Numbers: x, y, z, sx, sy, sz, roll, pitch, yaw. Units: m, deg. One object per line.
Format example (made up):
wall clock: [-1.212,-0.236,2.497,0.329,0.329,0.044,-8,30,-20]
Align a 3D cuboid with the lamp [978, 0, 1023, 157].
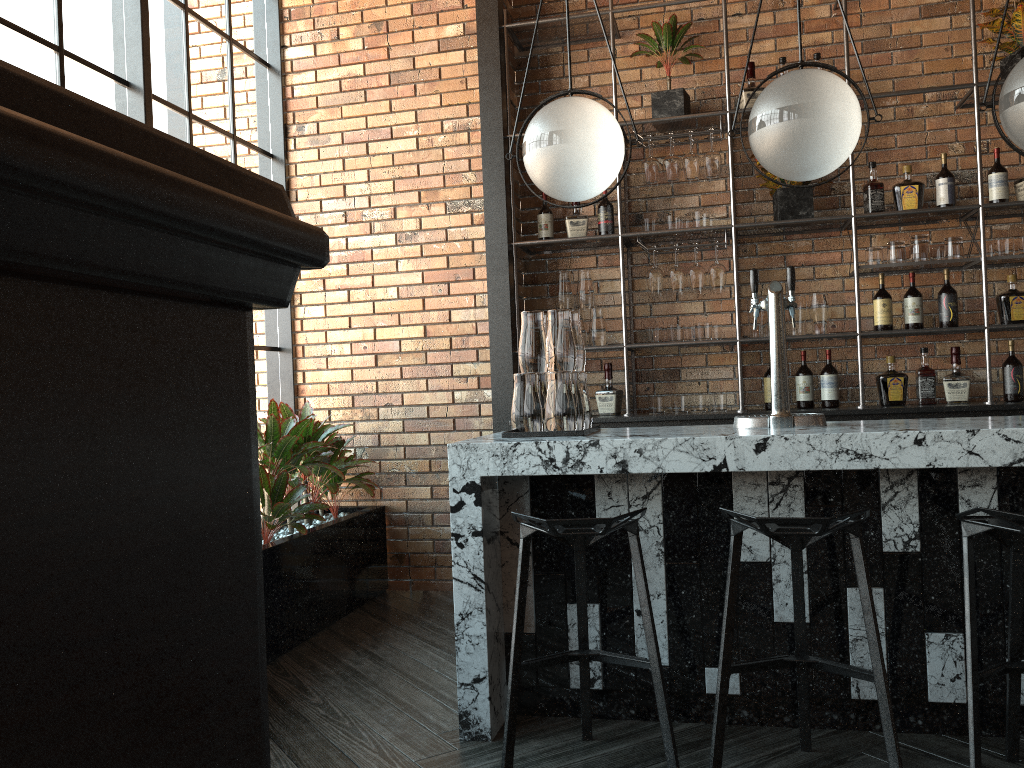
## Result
lamp: [1.601,-1.524,2.621,0.340,1.754,0.340,-2,0,-31]

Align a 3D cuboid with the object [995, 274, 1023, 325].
object: [2.414,-0.401,4.272,0.151,0.248,0.094,-2,0,2]

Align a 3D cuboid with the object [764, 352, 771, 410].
object: [1.334,-0.016,4.538,0.086,0.299,0.086,-2,0,-28]

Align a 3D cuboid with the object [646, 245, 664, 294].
object: [0.737,-0.590,4.579,0.092,0.244,0.092,-3,0,19]

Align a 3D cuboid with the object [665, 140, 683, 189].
object: [0.859,-1.168,4.718,0.092,0.244,0.092,-3,0,19]

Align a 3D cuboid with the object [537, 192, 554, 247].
object: [0.182,-0.903,4.836,0.086,0.298,0.086,-2,0,-28]

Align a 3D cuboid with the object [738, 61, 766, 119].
object: [1.231,-1.511,4.554,0.123,0.279,0.123,-2,0,2]

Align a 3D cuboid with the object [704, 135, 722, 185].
object: [1.056,-1.176,4.671,0.092,0.244,0.092,-3,0,19]

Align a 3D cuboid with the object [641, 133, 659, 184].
object: [0.713,-1.163,4.583,0.092,0.244,0.092,-3,0,19]

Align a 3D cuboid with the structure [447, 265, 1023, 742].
structure: [2.633,0.253,3.011,5.346,1.430,1.930,-2,0,13]

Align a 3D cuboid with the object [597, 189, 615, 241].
object: [0.500,-0.917,4.732,0.086,0.299,0.086,-2,0,-28]

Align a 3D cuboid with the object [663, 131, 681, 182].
object: [0.820,-1.167,4.557,0.092,0.244,0.092,-3,0,19]

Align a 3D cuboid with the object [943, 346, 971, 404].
object: [2.165,-0.043,4.319,0.123,0.279,0.123,-3,0,27]

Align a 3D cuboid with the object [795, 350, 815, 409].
object: [1.493,-0.024,4.526,0.086,0.298,0.086,-2,0,-28]

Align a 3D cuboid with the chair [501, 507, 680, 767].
chair: [0.198,0.695,2.454,0.475,0.737,0.414,-2,0,3]

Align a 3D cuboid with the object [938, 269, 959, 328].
object: [2.134,-0.415,4.343,0.086,0.297,0.086,-2,0,-28]

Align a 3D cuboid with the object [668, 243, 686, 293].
object: [0.844,-0.595,4.553,0.092,0.244,0.092,-3,0,19]

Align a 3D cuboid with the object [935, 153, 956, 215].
object: [2.126,-0.985,4.354,0.086,0.298,0.086,-2,0,-28]

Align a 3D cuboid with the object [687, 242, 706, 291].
object: [0.940,-0.599,4.530,0.092,0.244,0.092,-3,0,19]

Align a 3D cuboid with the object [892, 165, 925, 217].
object: [1.957,-0.953,4.380,0.151,0.248,0.094,-2,0,17]

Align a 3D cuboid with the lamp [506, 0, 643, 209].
lamp: [0.176,-1.463,2.961,0.340,1.754,0.340,-2,0,-31]

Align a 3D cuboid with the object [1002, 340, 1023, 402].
object: [2.399,-0.063,4.251,0.086,0.297,0.086,-2,-1,-43]

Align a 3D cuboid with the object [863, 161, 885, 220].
object: [1.801,-0.964,4.418,0.083,0.282,0.083,-2,0,-2]

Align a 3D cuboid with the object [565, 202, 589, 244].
object: [0.346,-0.899,4.751,0.123,0.279,0.123,-2,0,2]

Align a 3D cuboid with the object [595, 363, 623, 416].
object: [0.516,0.029,4.713,0.123,0.279,0.123,-3,0,27]

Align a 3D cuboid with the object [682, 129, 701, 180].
object: [0.916,-1.171,4.534,0.092,0.244,0.092,-3,0,19]

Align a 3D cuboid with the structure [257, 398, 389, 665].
structure: [-1.343,0.595,2.882,0.757,1.072,4.107,-2,0,12]

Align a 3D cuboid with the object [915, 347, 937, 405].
object: [2.034,-0.039,4.364,0.083,0.282,0.083,-2,0,13]

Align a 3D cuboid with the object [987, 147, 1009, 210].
object: [2.353,-0.996,4.294,0.086,0.298,0.086,-2,0,-28]

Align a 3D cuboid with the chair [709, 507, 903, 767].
chair: [0.753,0.671,2.321,0.475,0.737,0.414,-3,0,18]

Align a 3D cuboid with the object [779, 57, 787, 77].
object: [1.383,-1.520,4.516,0.083,0.282,0.083,-2,0,-2]

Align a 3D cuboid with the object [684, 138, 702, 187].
object: [0.955,-1.172,4.695,0.092,0.244,0.092,-3,0,19]

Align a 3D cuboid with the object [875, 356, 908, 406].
object: [1.885,-0.015,4.399,0.151,0.248,0.094,-2,0,2]

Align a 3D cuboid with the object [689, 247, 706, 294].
object: [0.978,-0.599,4.691,0.092,0.244,0.092,-3,0,19]

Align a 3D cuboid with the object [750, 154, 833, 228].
object: [1.418,-1.068,4.481,0.430,0.526,0.425,-3,0,26]

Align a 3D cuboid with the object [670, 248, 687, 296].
object: [0.882,-0.595,4.714,0.092,0.244,0.092,-3,0,19]

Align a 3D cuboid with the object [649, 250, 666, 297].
object: [0.775,-0.591,4.739,0.092,0.244,0.092,-3,0,19]

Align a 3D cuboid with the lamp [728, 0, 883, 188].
lamp: [0.888,-1.494,2.791,0.340,1.754,0.340,-2,0,-31]

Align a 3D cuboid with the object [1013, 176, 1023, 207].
object: [2.485,-0.991,4.240,0.123,0.279,0.123,-2,0,2]

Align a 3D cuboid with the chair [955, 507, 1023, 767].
chair: [1.300,0.648,2.190,0.475,0.737,0.414,-2,0,8]

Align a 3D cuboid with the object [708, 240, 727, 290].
object: [1.041,-0.603,4.506,0.092,0.244,0.092,-3,0,19]

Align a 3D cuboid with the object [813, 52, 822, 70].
object: [1.545,-1.527,4.477,0.083,0.282,0.083,-3,0,28]

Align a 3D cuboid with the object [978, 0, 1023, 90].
object: [2.473,-1.688,4.293,0.425,0.526,0.430,-2,0,16]

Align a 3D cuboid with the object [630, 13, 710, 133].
object: [0.831,-1.631,4.674,0.377,0.554,0.422,-2,0,1]

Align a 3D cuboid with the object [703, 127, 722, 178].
object: [1.017,-1.176,4.510,0.092,0.244,0.092,-3,0,19]

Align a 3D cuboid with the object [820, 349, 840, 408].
object: [1.602,-0.029,4.475,0.086,0.298,0.086,-2,0,-28]

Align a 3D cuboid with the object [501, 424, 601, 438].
object: [0.144,0.162,3.062,0.273,0.019,0.437,-2,0,13]

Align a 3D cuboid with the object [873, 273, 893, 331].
object: [1.845,-0.402,4.415,0.086,0.299,0.086,-2,0,-28]

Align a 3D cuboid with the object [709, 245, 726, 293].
object: [1.079,-0.604,4.666,0.092,0.244,0.092,-3,0,19]

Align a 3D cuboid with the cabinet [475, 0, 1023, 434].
cabinet: [1.525,-0.804,4.444,7.075,3.779,0.564,-2,0,13]

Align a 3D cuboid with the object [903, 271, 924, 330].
object: [1.993,-0.409,4.405,0.086,0.298,0.086,-2,0,-28]

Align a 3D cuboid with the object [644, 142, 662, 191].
object: [0.752,-1.163,4.743,0.092,0.244,0.092,-3,0,19]
